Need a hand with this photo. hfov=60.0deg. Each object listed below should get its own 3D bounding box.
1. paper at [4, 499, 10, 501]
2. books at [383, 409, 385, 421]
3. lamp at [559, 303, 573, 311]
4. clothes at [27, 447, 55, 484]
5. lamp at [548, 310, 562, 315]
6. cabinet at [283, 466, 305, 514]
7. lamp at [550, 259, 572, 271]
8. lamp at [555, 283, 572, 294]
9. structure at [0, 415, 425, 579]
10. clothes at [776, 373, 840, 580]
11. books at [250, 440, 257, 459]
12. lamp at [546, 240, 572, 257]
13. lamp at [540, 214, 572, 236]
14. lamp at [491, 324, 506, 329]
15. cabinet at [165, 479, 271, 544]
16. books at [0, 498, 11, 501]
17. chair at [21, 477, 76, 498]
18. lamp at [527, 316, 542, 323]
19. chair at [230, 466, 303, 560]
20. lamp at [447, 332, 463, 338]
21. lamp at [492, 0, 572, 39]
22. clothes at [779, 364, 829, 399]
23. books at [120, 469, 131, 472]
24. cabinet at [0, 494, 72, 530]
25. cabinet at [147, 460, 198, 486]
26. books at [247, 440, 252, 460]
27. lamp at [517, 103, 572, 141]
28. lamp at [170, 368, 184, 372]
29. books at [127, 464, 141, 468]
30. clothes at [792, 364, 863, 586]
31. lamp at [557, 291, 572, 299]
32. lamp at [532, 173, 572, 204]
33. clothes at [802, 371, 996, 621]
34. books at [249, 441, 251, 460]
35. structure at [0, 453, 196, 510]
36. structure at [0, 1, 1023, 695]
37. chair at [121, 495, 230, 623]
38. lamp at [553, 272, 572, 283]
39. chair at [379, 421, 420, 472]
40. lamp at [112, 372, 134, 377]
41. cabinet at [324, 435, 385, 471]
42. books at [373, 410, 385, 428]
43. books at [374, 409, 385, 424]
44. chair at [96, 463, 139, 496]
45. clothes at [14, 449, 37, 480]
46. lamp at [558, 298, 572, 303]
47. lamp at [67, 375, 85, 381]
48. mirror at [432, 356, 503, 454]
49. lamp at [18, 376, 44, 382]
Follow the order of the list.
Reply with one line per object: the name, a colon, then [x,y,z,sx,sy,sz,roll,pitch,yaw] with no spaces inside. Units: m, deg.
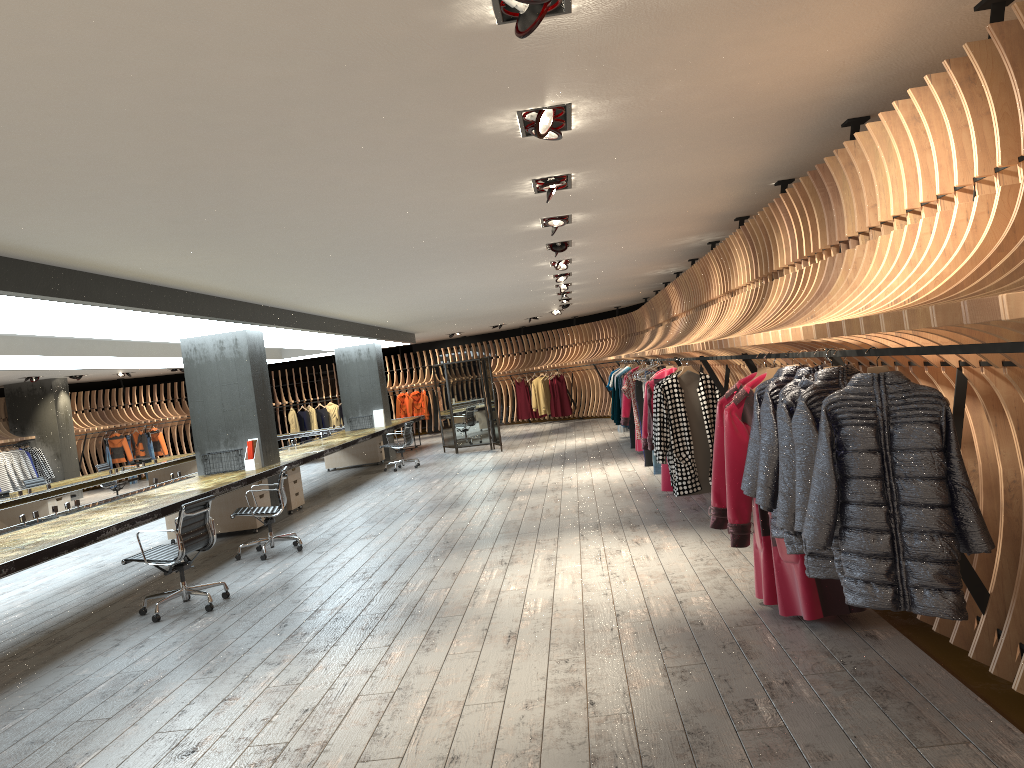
paper: [-6.744,1.543,11.739,0.176,0.004,0.130,-8,1,11]
books: [-2.821,0.734,18.890,0.215,0.368,0.047,-8,0,4]
lamp: [1.132,-1.717,18.848,0.269,0.291,0.493,-8,1,0]
clothes: [-10.492,1.965,19.601,0.799,1.185,0.191,-8,0,4]
lamp: [1.031,-1.728,20.438,0.269,0.287,0.492,-8,1,-16]
cabinet: [-3.581,1.543,12.455,1.131,0.630,0.593,-8,0,4]
lamp: [0.596,-1.534,10.892,0.269,0.284,0.493,-8,1,4]
lamp: [0.812,-1.601,14.074,0.269,0.301,0.493,-8,1,4]
structure: [-5.142,1.642,13.007,4.835,0.844,18.479,-8,1,4]
clothes: [1.348,0.370,3.599,0.584,0.854,0.211,-8,0,31]
books: [-3.288,0.901,11.337,0.048,0.368,0.215,-8,0,4]
lamp: [0.489,-1.493,9.301,0.269,0.291,0.493,-8,1,4]
lamp: [0.382,-1.454,7.709,0.269,0.294,0.493,-8,1,4]
lamp: [-0.371,-1.572,23.246,0.269,0.294,0.492,-8,1,-41]
cabinet: [-3.673,1.575,11.105,1.131,0.630,0.593,-8,0,4]
books: [-6.740,1.529,11.735,0.155,0.025,0.110,-8,1,-1]
chair: [-7.579,1.946,14.567,0.667,0.859,0.693,-8,0,0]
lamp: [0.516,-1.676,21.937,0.269,0.292,0.492,-8,1,-28]
chair: [-2.579,1.336,9.191,0.668,0.859,0.693,-8,0,-20]
lamp: [-1.568,-1.423,24.276,0.492,0.292,0.269,-7,0,36]
lamp: [0.059,-1.339,2.936,0.269,0.302,0.493,-8,1,4]
clothes: [1.363,0.340,3.774,0.511,0.854,0.228,-8,0,24]
books: [-6.521,1.454,14.947,0.155,0.025,0.110,-8,1,-1]
cabinet: [-7.063,2.015,12.858,1.131,0.630,0.593,-8,0,4]
cabinet: [-6.714,1.894,18.053,1.131,0.630,0.593,-8,0,4]
books: [-3.331,0.907,11.340,0.048,0.368,0.215,-8,0,4]
lamp: [0.166,-1.380,4.527,0.269,0.294,0.493,-8,1,4]
lamp: [-8.652,-0.432,22.985,0.269,0.293,0.493,-8,1,36]
books: [-6.868,1.490,16.151,0.213,0.026,0.366,-8,1,4]
clothes: [1.352,0.348,3.473,0.530,0.856,0.234,-8,0,3]
lamp: [0.919,-1.645,15.666,0.269,0.286,0.493,-8,1,4]
lamp: [0.274,-1.417,6.118,0.269,0.295,0.493,-8,1,4]
clothes: [1.312,0.382,3.145,0.181,0.854,0.681,-8,0,-43]
books: [-3.309,0.904,11.338,0.048,0.368,0.215,-8,0,4]
structure: [-6.943,1.884,13.345,1.162,0.844,10.453,-8,1,4]
structure: [-4.886,0.792,8.904,14.879,2.440,36.562,-8,1,4]
chair: [-2.712,1.384,7.118,0.667,0.859,0.693,-8,0,0]
lamp: [0.704,-1.566,12.483,0.269,0.296,0.493,-8,1,4]
chair: [-2.124,1.169,16.600,0.667,0.859,0.693,-8,0,0]
lamp: [-9.458,-0.300,21.624,0.269,0.296,0.493,-8,1,24]
cabinet: [-3.294,1.418,18.505,1.131,0.630,0.593,-8,0,4]
books: [-2.826,0.736,18.820,0.215,0.368,0.073,-8,0,4]
books: [-2.824,0.735,18.848,0.215,0.368,0.075,-8,0,4]
chair: [-7.440,1.896,16.773,0.668,0.859,0.693,-8,0,-10]
clothes: [-10.544,1.924,19.051,0.752,1.062,0.128,-8,0,2]
lamp: [1.027,-1.678,17.257,0.269,0.294,0.493,-8,1,4]
lamp: [-9.879,-0.223,20.096,0.269,0.292,0.493,-8,1,10]
mirror: [-0.912,0.456,18.277,2.109,1.892,0.443,-7,0,45]
lamp: [-10.045,-0.178,18.512,0.269,0.292,0.493,-8,1,4]
